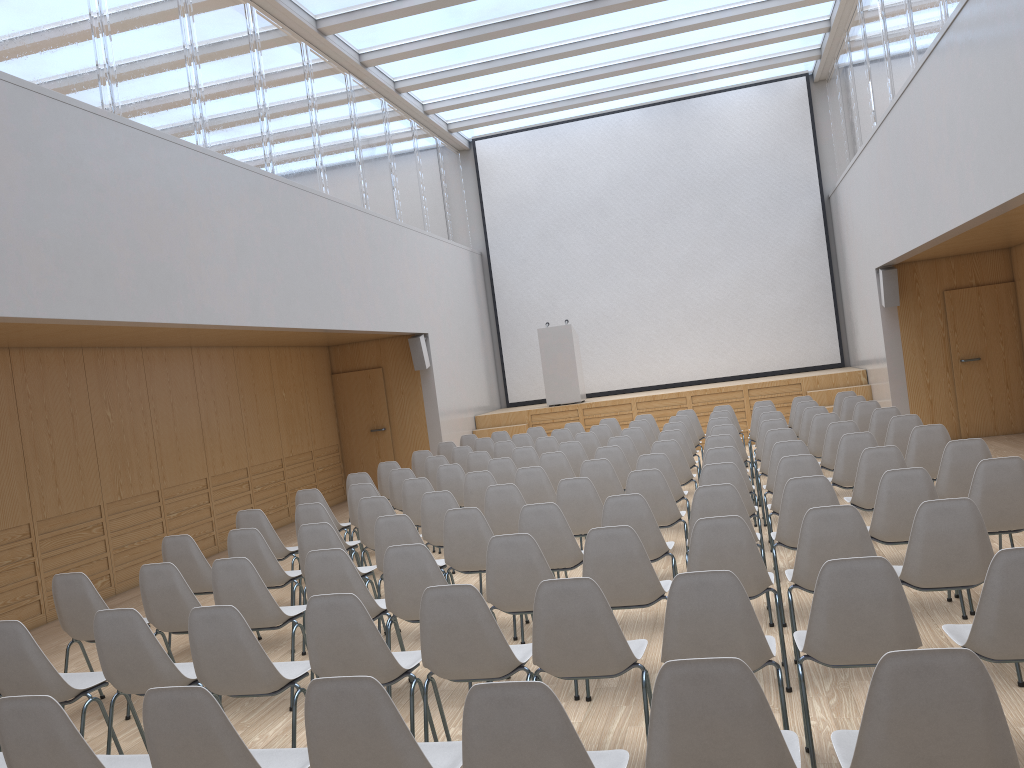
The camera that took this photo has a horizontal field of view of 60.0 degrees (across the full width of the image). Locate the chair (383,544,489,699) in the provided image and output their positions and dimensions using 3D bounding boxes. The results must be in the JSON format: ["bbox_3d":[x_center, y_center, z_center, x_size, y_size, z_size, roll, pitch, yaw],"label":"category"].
[{"bbox_3d":[-0.437,1.253,4.834,0.479,0.876,0.505,-7,1,14],"label":"chair"}]

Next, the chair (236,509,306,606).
[{"bbox_3d":[-1.975,1.422,7.295,0.479,0.876,0.505,-7,1,14],"label":"chair"}]

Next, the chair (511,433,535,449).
[{"bbox_3d":[0.225,1.076,11.874,0.479,0.876,0.505,-7,1,14],"label":"chair"}]

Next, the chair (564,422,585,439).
[{"bbox_3d":[0.970,0.968,12.760,0.479,0.876,0.505,-7,1,14],"label":"chair"}]

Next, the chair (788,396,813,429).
[{"bbox_3d":[3.974,0.587,12.045,0.479,0.876,0.505,-7,1,14],"label":"chair"}]

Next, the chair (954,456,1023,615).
[{"bbox_3d":[2.804,0.828,5.131,0.479,0.876,0.505,-7,1,14],"label":"chair"}]

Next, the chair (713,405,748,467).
[{"bbox_3d":[2.968,0.715,12.284,0.479,0.876,0.505,-7,1,14],"label":"chair"}]

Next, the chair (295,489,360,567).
[{"bbox_3d":[-1.741,1.378,8.286,0.479,0.876,0.505,-7,1,14],"label":"chair"}]

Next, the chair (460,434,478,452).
[{"bbox_3d":[-0.523,1.158,13.130,0.479,0.876,0.505,-7,1,14],"label":"chair"}]

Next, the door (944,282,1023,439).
[{"bbox_3d":[6.403,-0.306,11.909,0.873,2.024,0.108,-7,1,14],"label":"door"}]

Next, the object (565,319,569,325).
[{"bbox_3d":[0.973,-0.985,15.535,0.166,0.305,0.252,-8,1,-14],"label":"object"}]

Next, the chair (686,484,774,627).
[{"bbox_3d":[1.312,1.018,5.491,0.479,0.876,0.505,-7,1,14],"label":"chair"}]

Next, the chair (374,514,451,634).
[{"bbox_3d":[-0.659,1.268,5.960,0.479,0.876,0.505,-7,1,14],"label":"chair"}]

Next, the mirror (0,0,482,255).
[{"bbox_3d":[-2.945,-3.185,8.897,0.253,2.090,17.824,-7,1,14],"label":"mirror"}]

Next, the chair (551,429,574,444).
[{"bbox_3d":[0.742,1.010,11.807,0.479,0.876,0.505,-7,1,14],"label":"chair"}]

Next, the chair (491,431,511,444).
[{"bbox_3d":[-0.067,1.101,12.933,0.479,0.876,0.505,-7,1,14],"label":"chair"}]

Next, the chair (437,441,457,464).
[{"bbox_3d":[-0.777,1.203,12.193,0.479,0.876,0.505,-7,1,14],"label":"chair"}]

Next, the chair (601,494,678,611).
[{"bbox_3d":[0.784,1.085,5.561,0.479,0.876,0.505,-7,1,14],"label":"chair"}]

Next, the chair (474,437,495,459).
[{"bbox_3d":[-0.274,1.139,12.039,0.479,0.876,0.505,-7,1,14],"label":"chair"}]

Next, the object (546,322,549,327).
[{"bbox_3d":[0.638,-0.942,15.618,0.166,0.305,0.252,-8,1,-14],"label":"object"}]

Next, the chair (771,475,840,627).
[{"bbox_3d":[1.809,0.955,5.349,0.479,0.876,0.505,-7,1,14],"label":"chair"}]

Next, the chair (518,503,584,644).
[{"bbox_3d":[0.278,1.150,5.644,0.479,0.876,0.505,-7,1,14],"label":"chair"}]

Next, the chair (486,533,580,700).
[{"bbox_3d":[0.105,1.184,4.742,0.479,0.876,0.505,-7,1,14],"label":"chair"}]

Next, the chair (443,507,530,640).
[{"bbox_3d":[-0.203,1.210,5.876,0.479,0.876,0.505,-7,1,14],"label":"chair"}]

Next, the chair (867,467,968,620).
[{"bbox_3d":[2.299,0.893,5.186,0.479,0.876,0.505,-7,1,14],"label":"chair"}]

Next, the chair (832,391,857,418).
[{"bbox_3d":[4.492,0.522,11.888,0.479,0.876,0.505,-7,1,14],"label":"chair"}]

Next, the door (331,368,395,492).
[{"bbox_3d":[-2.351,0.804,14.077,0.873,2.024,0.108,-7,1,14],"label":"door"}]

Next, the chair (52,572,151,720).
[{"bbox_3d":[-2.425,1.505,5.327,0.479,0.876,0.505,-7,1,14],"label":"chair"}]

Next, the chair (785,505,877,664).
[{"bbox_3d":[1.606,0.994,4.399,0.479,0.876,0.505,-7,1,14],"label":"chair"}]

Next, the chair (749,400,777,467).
[{"bbox_3d":[3.481,0.650,12.138,0.479,0.876,0.505,-7,1,14],"label":"chair"}]

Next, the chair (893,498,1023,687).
[{"bbox_3d":[2.056,0.937,4.217,0.479,0.876,0.505,-7,1,14],"label":"chair"}]

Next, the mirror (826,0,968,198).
[{"bbox_3d":[3.598,-4.014,7.276,0.253,2.090,17.824,-7,1,14],"label":"mirror"}]

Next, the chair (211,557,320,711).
[{"bbox_3d":[-1.435,1.379,5.123,0.479,0.876,0.505,-7,1,14],"label":"chair"}]

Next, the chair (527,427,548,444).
[{"bbox_3d":[0.441,1.036,12.850,0.479,0.876,0.505,-7,1,14],"label":"chair"}]

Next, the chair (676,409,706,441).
[{"bbox_3d":[2.477,0.778,12.345,0.479,0.876,0.505,-7,1,14],"label":"chair"}]

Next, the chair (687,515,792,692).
[{"bbox_3d":[1.103,1.058,4.495,0.479,0.876,0.505,-7,1,14],"label":"chair"}]

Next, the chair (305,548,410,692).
[{"bbox_3d":[-0.888,1.310,5.007,0.479,0.876,0.505,-7,1,14],"label":"chair"}]

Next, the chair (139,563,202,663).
[{"bbox_3d":[-1.896,1.437,5.266,0.479,0.876,0.505,-7,1,14],"label":"chair"}]

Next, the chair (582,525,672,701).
[{"bbox_3d":[0.595,1.122,4.600,0.479,0.876,0.505,-7,1,14],"label":"chair"}]

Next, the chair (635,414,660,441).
[{"bbox_3d":[1.934,0.846,12.501,0.479,0.876,0.505,-7,1,14],"label":"chair"}]

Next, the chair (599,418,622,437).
[{"bbox_3d":[1.458,0.906,12.668,0.479,0.876,0.505,-7,1,14],"label":"chair"}]

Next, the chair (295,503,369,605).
[{"bbox_3d":[-1.476,1.358,7.192,0.479,0.876,0.505,-7,1,14],"label":"chair"}]
